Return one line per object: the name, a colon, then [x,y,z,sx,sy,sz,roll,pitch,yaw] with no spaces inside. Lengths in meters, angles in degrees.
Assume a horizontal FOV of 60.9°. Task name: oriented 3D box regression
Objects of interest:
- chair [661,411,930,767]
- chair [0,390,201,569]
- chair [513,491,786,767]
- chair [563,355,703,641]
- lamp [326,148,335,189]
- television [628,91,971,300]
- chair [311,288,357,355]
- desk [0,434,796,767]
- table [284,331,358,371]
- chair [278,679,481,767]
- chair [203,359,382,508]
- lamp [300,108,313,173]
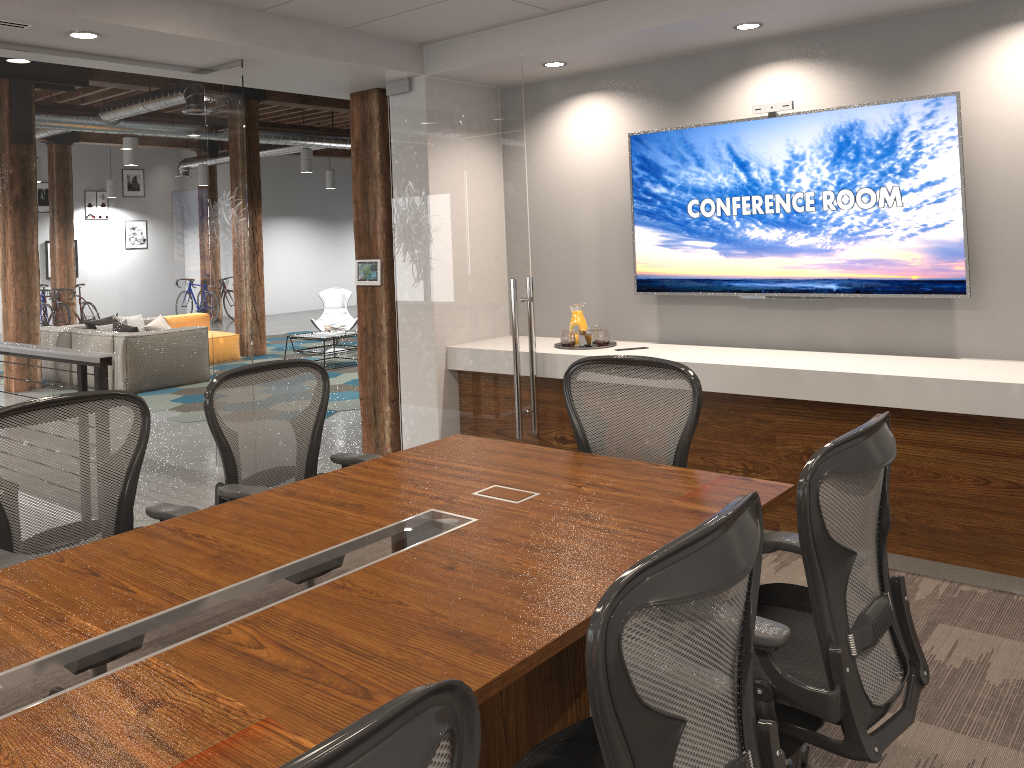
chair: [0.625,0.611,2.188,0.760,1.088,0.808,0,3,41]
chair: [-1.287,0.596,2.757,0.791,1.088,0.776,-1,3,23]
chair: [0.123,0.737,1.567,0.806,1.088,0.761,-4,3,-40]
chair: [0.348,0.480,3.042,0.769,1.088,0.798,-1,3,23]
lamp: [-4.104,-5.320,19.567,0.202,1.860,0.206,-3,-2,40]
television: [1.506,-1.033,4.907,1.910,1.103,0.065,3,2,39]
chair: [-2.579,-0.904,12.528,0.678,0.919,0.791,-3,3,-23]
desk: [-1.572,1.106,0.760,1.404,0.750,6.108,3,11,39]
table: [-2.348,-0.452,11.208,0.843,0.385,0.858,4,10,39]
chair: [-0.388,0.871,0.895,0.791,1.088,0.776,-1,3,25]
chair: [-0.764,0.479,3.325,0.806,1.088,0.761,-5,3,-44]
lamp: [-3.579,-4.587,15.073,0.202,1.860,0.206,-3,-2,40]
